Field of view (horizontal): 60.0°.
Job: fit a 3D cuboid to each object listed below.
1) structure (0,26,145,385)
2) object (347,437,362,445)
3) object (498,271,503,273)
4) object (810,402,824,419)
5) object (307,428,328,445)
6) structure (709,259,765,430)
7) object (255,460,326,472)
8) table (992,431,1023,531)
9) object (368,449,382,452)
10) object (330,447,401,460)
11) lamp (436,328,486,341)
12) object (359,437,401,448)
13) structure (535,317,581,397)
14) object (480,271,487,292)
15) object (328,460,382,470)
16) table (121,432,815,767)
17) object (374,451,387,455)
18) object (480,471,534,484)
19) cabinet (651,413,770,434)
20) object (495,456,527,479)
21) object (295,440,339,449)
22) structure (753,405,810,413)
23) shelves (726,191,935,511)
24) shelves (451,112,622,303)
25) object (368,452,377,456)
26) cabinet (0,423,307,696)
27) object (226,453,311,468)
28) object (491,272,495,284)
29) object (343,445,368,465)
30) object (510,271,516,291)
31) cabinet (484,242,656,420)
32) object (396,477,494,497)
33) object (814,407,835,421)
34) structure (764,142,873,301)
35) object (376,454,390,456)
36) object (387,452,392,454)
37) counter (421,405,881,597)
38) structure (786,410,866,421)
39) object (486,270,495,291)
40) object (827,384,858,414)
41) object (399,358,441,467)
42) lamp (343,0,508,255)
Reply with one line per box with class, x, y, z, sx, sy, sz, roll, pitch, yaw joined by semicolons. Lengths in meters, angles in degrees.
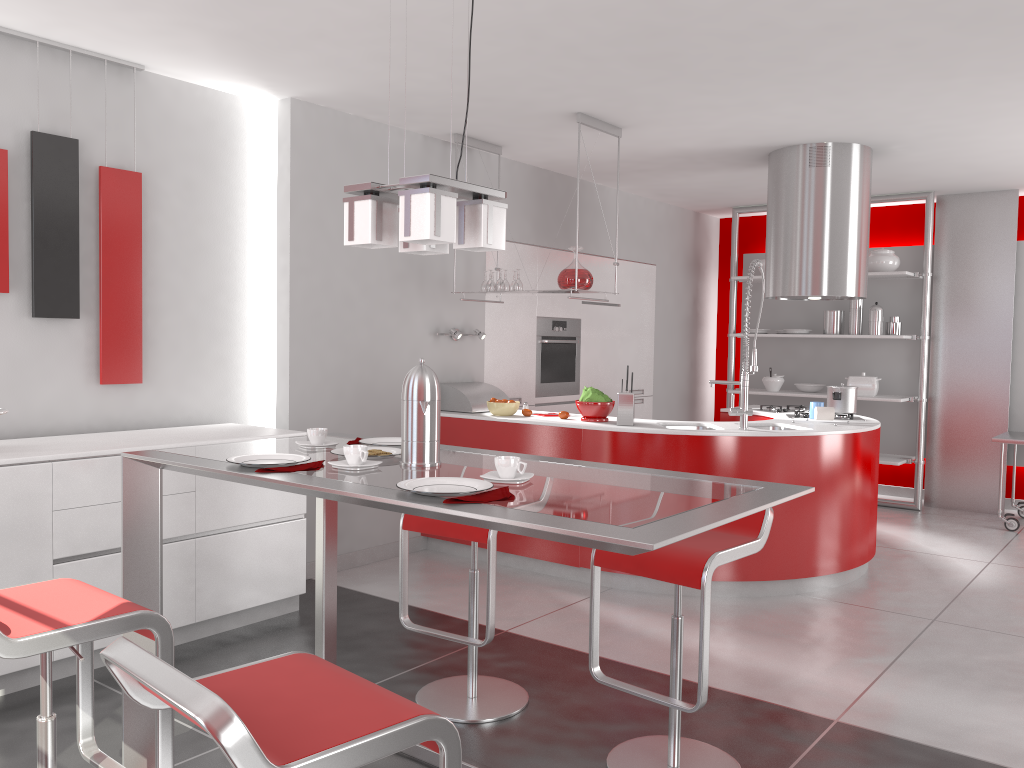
structure;-2.010;-0.742;3.905;0.040;1.503;0.820;3;4;37
object;-0.478;0.182;2.878;0.095;0.012;0.234;3;4;38
object;-0.076;-0.638;5.579;0.060;0.141;0.060;3;4;37
object;1.833;0.158;5.341;0.080;0.100;0.109;2;3;11
object;-0.605;0.162;2.731;0.078;0.049;0.062;3;4;37
structure;1.247;-0.217;4.795;0.308;0.920;0.178;1;3;-9
object;-0.533;0.212;2.255;0.095;0.012;0.234;3;3;36
table;4.389;0.762;6.350;1.627;0.682;0.749;3;4;39
object;-0.397;0.193;2.564;0.034;0.006;0.036;2;3;26
object;-0.408;0.199;2.530;0.217;0.015;0.217;0;3;-15
lamp;-0.312;-0.320;5.760;0.155;0.081;0.454;3;4;37
object;-0.373;0.187;2.789;0.217;0.015;0.217;0;3;-16
structure;0.370;-0.205;6.762;0.050;0.589;0.599;3;4;37
object;-0.168;-0.640;5.581;0.060;0.141;0.060;3;4;37
object;-0.408;0.210;2.310;0.119;0.016;0.119;3;3;35
table;-0.202;0.720;2.342;1.700;1.000;0.800;3;4;37
object;-0.376;0.195;2.527;0.034;0.006;0.036;-1;3;-29
object;-0.012;0.226;2.136;0.119;0.016;0.119;2;3;18
cabinet;0.786;0.600;5.703;1.875;0.761;1.025;1;3;-7
object;-0.007;0.202;2.128;0.062;0.049;0.078;-1;3;-30
object;-0.599;0.186;2.728;0.119;0.016;0.119;-1;3;-33
structure;1.931;0.170;6.164;0.457;0.037;0.303;0;3;-22
shelves;2.699;-0.295;7.731;1.735;2.599;0.535;3;4;37
shelves;0.139;-1.015;5.375;0.934;1.023;0.462;3;4;37
object;-0.401;0.196;2.494;0.036;0.006;0.034;-1;4;-40
cabinet;-1.786;0.682;3.762;0.610;0.880;1.802;3;4;37
object;-0.641;0.204;2.341;0.217;0.015;0.217;2;3;13
object;-0.124;-0.643;5.655;0.060;0.141;0.060;3;4;37
object;-0.406;0.187;2.301;0.062;0.049;0.078;0;3;-12
object;0.016;-0.635;5.539;0.060;0.141;0.060;3;4;37
cabinet;0.299;-0.024;7.202;0.614;2.026;2.398;3;4;37
object;-0.149;0.231;1.972;0.217;0.015;0.217;-1;3;-29
object;1.833;0.173;5.212;0.100;0.080;0.109;1;3;7
structure;2.013;-1.039;5.848;0.644;0.958;0.644;1;3;4
object;-0.365;0.202;2.512;0.036;0.006;0.034;-1;3;-31
object;-0.369;0.200;2.557;0.036;0.006;0.034;3;4;37
counter;0.974;0.645;5.508;2.865;0.880;1.868;0;3;-19
structure;1.987;0.197;5.633;0.457;0.037;0.303;2;3;12
object;-0.133;-0.635;5.492;0.060;0.141;0.060;2;3;14
object;2.085;0.090;5.603;0.189;0.185;0.218;1;3;0
object;-0.256;0.072;2.392;0.113;0.287;0.149;-2;4;-44
lamp;-0.217;-0.868;2.299;0.304;1.025;0.304;3;4;37
